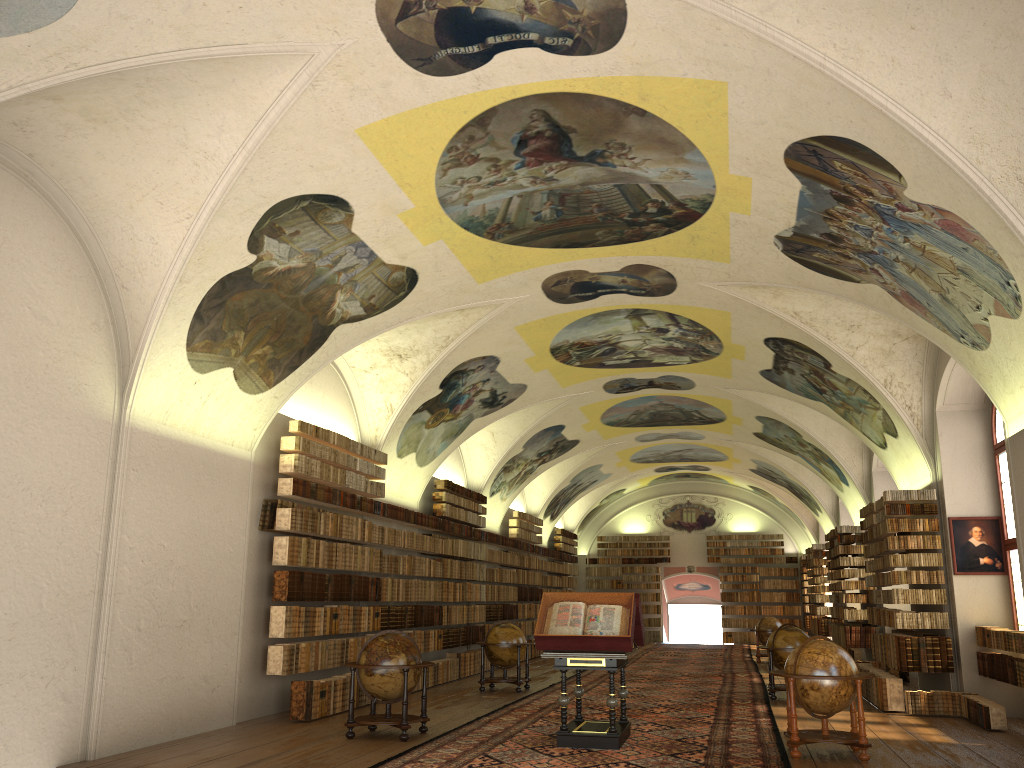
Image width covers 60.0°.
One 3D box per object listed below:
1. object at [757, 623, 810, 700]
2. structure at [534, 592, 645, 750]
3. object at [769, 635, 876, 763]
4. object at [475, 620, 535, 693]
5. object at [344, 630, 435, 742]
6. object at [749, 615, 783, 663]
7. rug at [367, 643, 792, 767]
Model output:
[{"bbox_3d":[5.531,5.486,17.572,1.280,1.442,1.283,6,-14,-23],"label":"object"},{"bbox_3d":[1.111,3.867,12.122,1.245,1.973,1.899,-3,-14,13],"label":"structure"},{"bbox_3d":[3.933,3.931,11.220,1.281,1.442,1.282,11,-17,-37],"label":"object"},{"bbox_3d":[-0.144,5.791,18.936,1.281,1.442,1.282,11,-17,-37],"label":"object"},{"bbox_3d":[-1.740,4.236,12.584,1.280,1.442,1.283,6,-14,-23],"label":"object"},{"bbox_3d":[8.137,8.022,27.931,1.281,1.442,1.282,9,-16,-33],"label":"object"},{"bbox_3d":[3.631,7.088,21.342,4.705,0.064,37.058,-3,-14,13],"label":"rug"}]
